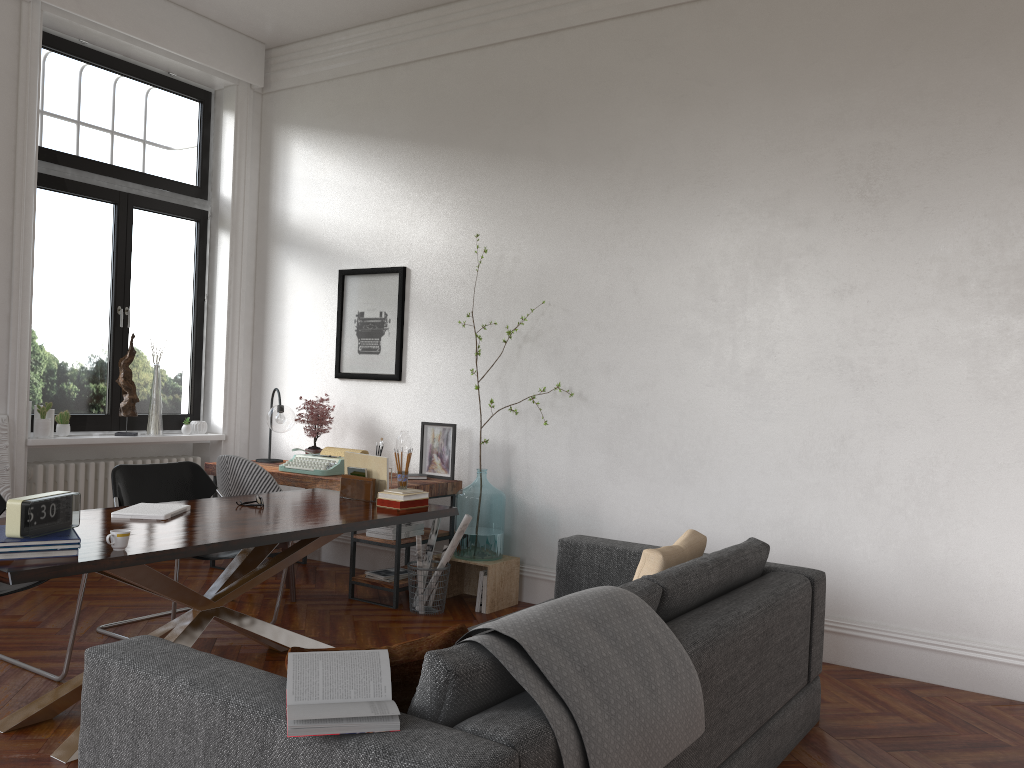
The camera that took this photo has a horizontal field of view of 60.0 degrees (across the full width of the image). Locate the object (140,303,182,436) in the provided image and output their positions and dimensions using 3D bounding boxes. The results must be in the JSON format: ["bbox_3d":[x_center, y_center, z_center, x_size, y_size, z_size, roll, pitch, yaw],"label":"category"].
[{"bbox_3d":[-2.590,-0.139,6.612,0.289,1.054,0.296,3,1,36],"label":"object"}]

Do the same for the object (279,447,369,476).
[{"bbox_3d":[-1.309,0.515,6.038,0.534,0.149,0.484,2,0,32],"label":"object"}]

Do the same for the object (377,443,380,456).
[{"bbox_3d":[-0.928,0.507,6.134,0.008,0.207,0.054,3,1,21],"label":"object"}]

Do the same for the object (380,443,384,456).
[{"bbox_3d":[-0.911,0.507,6.118,0.054,0.207,0.008,3,1,16],"label":"object"}]

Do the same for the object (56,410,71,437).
[{"bbox_3d":[-3.071,0.266,6.074,0.097,0.185,0.099,2,1,-34],"label":"object"}]

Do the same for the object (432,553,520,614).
[{"bbox_3d":[-0.230,1.248,5.608,0.435,0.316,0.341,3,0,33],"label":"object"}]

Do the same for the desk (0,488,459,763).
[{"bbox_3d":[-1.320,0.952,3.847,1.029,0.751,2.227,3,0,33],"label":"desk"}]

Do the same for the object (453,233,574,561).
[{"bbox_3d":[0.005,0.073,5.557,0.807,2.059,0.353,3,1,14],"label":"object"}]

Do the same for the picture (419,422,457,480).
[{"bbox_3d":[-0.496,0.444,5.911,0.282,0.369,0.023,3,1,33],"label":"picture"}]

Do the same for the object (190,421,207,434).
[{"bbox_3d":[-2.478,0.342,7.006,0.132,0.097,0.134,3,0,3],"label":"object"}]

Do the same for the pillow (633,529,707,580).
[{"bbox_3d":[0.585,0.816,3.488,0.225,0.460,0.486,3,0,33],"label":"pillow"}]

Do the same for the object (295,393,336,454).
[{"bbox_3d":[-1.436,0.325,6.442,0.290,0.529,0.308,2,1,-12],"label":"object"}]

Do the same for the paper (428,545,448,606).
[{"bbox_3d":[-0.456,1.186,5.446,0.126,0.388,0.026,2,1,-34],"label":"paper"}]

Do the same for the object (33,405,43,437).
[{"bbox_3d":[-3.154,0.248,5.902,0.051,0.213,0.051,2,1,-22],"label":"object"}]

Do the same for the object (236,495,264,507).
[{"bbox_3d":[-1.244,0.559,4.255,0.133,0.047,0.114,3,0,-4],"label":"object"}]

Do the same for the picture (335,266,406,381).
[{"bbox_3d":[-1.038,-0.439,6.486,0.633,0.816,0.050,3,1,33],"label":"picture"}]

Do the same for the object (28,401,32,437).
[{"bbox_3d":[-3.206,0.233,5.857,0.051,0.238,0.051,2,1,-22],"label":"object"}]

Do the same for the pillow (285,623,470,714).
[{"bbox_3d":[-0.347,0.796,2.246,0.470,0.397,0.330,2,0,-19],"label":"pillow"}]

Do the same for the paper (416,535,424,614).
[{"bbox_3d":[-0.548,1.139,5.289,0.073,0.479,0.033,2,1,-20],"label":"paper"}]

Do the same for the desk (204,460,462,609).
[{"bbox_3d":[-1.270,0.976,6.070,1.797,0.758,0.647,2,0,33],"label":"desk"}]

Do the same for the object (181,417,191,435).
[{"bbox_3d":[-2.501,0.321,6.816,0.072,0.134,0.072,2,1,-31],"label":"object"}]

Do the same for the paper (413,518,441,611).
[{"bbox_3d":[-0.517,1.067,5.465,0.047,0.626,0.294,3,1,26],"label":"paper"}]

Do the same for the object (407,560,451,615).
[{"bbox_3d":[-0.508,1.242,5.360,0.261,0.305,0.261,3,0,-2],"label":"object"}]

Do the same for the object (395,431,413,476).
[{"bbox_3d":[-0.731,0.469,5.990,0.111,0.302,0.111,2,1,-20],"label":"object"}]

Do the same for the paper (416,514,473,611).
[{"bbox_3d":[-0.408,1.070,5.295,0.330,0.610,0.047,3,1,13],"label":"paper"}]

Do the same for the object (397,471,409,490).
[{"bbox_3d":[-0.556,0.489,4.514,0.058,0.091,0.058,3,1,20],"label":"object"}]

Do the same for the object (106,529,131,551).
[{"bbox_3d":[-1.356,0.537,3.045,0.082,0.065,0.064,2,0,-36],"label":"object"}]

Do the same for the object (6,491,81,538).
[{"bbox_3d":[-1.576,0.439,2.993,0.082,0.125,0.275,3,0,7],"label":"object"}]

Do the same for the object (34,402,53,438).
[{"bbox_3d":[-3.090,0.235,5.842,0.098,0.244,0.102,3,1,11],"label":"object"}]

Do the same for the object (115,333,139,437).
[{"bbox_3d":[-2.770,0.002,6.396,0.165,0.754,0.142,2,1,-14],"label":"object"}]

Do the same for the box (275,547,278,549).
[{"bbox_3d":[-1.875,1.138,6.380,0.296,0.082,0.318,2,0,33],"label":"box"}]

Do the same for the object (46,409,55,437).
[{"bbox_3d":[-3.099,0.263,5.944,0.051,0.188,0.051,2,1,-22],"label":"object"}]

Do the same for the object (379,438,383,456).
[{"bbox_3d":[-0.912,0.491,6.131,0.023,0.239,0.028,3,1,30],"label":"object"}]

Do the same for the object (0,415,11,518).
[{"bbox_3d":[-3.354,0.717,5.199,0.233,1.062,0.830,3,1,33],"label":"object"}]
